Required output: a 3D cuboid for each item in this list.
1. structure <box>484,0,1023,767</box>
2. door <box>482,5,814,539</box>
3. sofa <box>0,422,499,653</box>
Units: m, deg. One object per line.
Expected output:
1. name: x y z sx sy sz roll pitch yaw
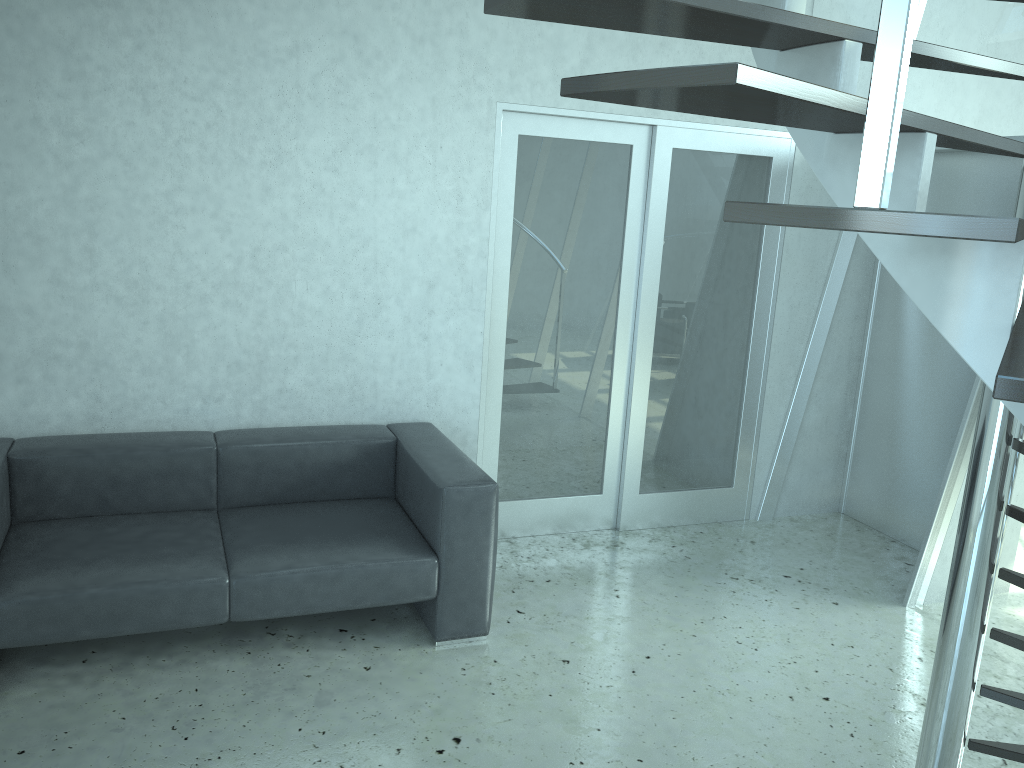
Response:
1. structure: 0.932 -0.815 2.426 2.655 4.156 3.780 -1 13 -22
2. door: 0.968 -0.694 5.103 1.162 3.200 2.576 9 13 25
3. sofa: -1.143 0.598 3.484 2.025 0.652 0.943 -1 13 -22
